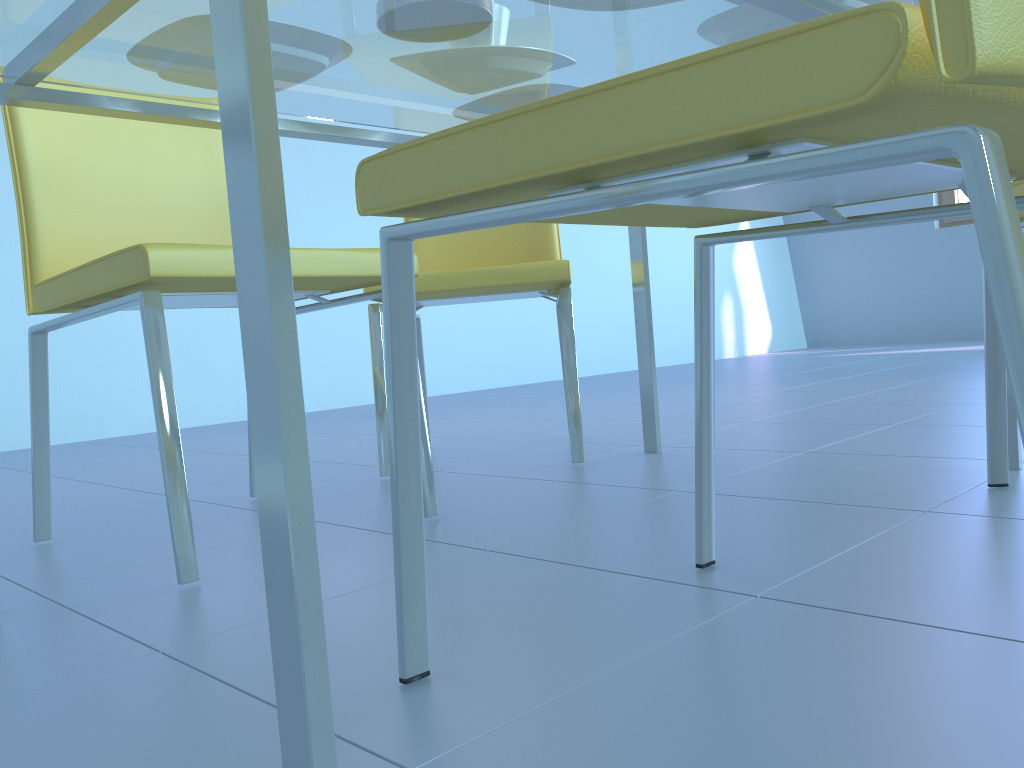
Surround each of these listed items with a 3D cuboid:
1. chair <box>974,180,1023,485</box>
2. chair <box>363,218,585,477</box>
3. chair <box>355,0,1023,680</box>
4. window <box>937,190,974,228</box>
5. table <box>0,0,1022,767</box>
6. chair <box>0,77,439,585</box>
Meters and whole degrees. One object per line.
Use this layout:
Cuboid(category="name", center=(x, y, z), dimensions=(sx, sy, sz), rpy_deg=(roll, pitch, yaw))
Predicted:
Cuboid(category="chair", center=(0.746, -0.213, 0.875), dimensions=(0.387, 0.695, 0.484), rpy_deg=(-4, 3, 9))
Cuboid(category="chair", center=(-0.069, -0.201, 1.868), dimensions=(0.387, 0.695, 0.484), rpy_deg=(-4, 3, 4))
Cuboid(category="chair", center=(0.192, -0.153, 0.578), dimensions=(0.387, 0.695, 0.484), rpy_deg=(-7, 4, -42))
Cuboid(category="window", center=(3.199, -1.631, 5.114), dimensions=(0.142, 1.263, 1.475), rpy_deg=(-8, 4, -44))
Cuboid(category="table", center=(0.061, -0.112, 1.084), dimensions=(1.173, 0.590, 0.730), rpy_deg=(-8, 4, -44))
Cuboid(category="chair", center=(-0.435, -0.139, 1.255), dimensions=(0.484, 0.695, 0.387), rpy_deg=(-2, 4, 43))
